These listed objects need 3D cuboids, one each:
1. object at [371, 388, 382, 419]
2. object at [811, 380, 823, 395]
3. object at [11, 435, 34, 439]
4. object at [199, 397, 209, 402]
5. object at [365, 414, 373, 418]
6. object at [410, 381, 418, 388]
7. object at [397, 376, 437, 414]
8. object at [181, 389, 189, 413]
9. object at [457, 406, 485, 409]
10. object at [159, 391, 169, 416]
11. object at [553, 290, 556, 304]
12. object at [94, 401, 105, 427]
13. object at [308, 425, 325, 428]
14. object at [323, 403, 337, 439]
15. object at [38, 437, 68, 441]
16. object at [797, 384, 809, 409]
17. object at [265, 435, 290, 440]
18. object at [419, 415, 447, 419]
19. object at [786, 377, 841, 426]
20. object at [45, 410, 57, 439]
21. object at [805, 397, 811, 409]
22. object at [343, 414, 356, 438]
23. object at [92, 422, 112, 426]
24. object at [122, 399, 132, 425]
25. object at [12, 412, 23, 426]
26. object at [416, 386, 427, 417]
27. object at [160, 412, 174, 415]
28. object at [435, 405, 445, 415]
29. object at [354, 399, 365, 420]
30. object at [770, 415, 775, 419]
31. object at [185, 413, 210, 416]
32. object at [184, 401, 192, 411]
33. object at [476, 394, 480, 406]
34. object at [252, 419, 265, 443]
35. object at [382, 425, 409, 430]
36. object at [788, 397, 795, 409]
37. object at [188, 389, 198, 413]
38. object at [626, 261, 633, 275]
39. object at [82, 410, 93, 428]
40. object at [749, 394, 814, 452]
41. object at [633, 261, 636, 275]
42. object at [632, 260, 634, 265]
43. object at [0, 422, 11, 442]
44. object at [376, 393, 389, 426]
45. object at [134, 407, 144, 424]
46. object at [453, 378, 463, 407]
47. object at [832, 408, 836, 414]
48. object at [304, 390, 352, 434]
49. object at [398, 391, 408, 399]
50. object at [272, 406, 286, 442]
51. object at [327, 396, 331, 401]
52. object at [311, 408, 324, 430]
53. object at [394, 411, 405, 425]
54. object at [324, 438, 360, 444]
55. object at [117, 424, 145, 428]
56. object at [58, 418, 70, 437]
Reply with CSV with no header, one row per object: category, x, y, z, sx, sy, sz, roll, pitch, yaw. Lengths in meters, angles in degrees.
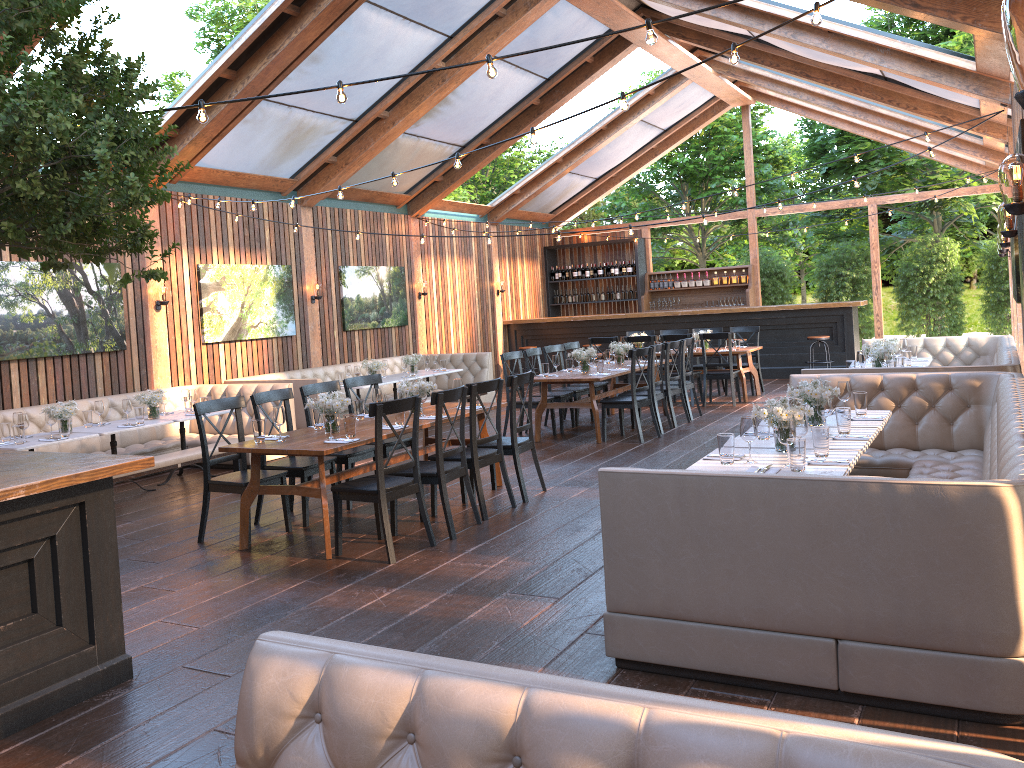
object,-1.097,0.157,7.214,0.092,0.244,0.092,-4,2,-19
object,2.148,0.099,6.229,0.092,0.244,0.092,-4,2,-13
object,-4.398,0.475,7.916,0.255,0.019,0.158,-1,6,29
object,-3.186,0.216,9.171,0.091,0.158,0.092,-3,2,15
object,-1.185,0.262,7.378,0.255,0.019,0.158,-1,6,29
object,-0.851,0.097,7.728,0.092,0.244,0.092,-5,2,-36
object,-0.801,0.091,7.390,0.337,0.309,0.329,-5,4,-24
object,-3.432,0.176,9.302,0.092,0.244,0.092,-4,2,-13
object,-0.368,0.197,7.519,0.255,0.019,0.158,-1,6,29
object,-3.587,0.202,9.125,0.092,0.244,0.092,-4,2,-13
object,0.962,-1.946,19.795,0.094,0.308,0.095,-3,2,16
object,-3.946,0.284,8.467,0.092,0.244,0.092,-4,2,-13
object,-1.449,0.324,6.911,0.255,0.019,0.158,-1,6,29
object,-1.273,0.260,6.197,0.092,0.244,0.092,-4,2,-13
object,-3.972,0.473,7.636,0.255,0.019,0.158,-1,6,29
object,1.994,0.125,6.052,0.092,0.244,0.092,-4,2,-13
object,-1.718,0.384,6.395,0.255,0.019,0.158,-1,6,29
object,-0.648,0.261,7.010,0.255,0.019,0.158,-1,6,29
object,1.978,0.117,5.785,0.330,0.309,0.336,-7,5,-44
object,-4.054,0.352,7.782,0.092,0.244,0.092,-4,2,-13
object,2.136,0.133,6.338,0.092,0.158,0.092,-5,2,-25
object,-1.137,0.293,6.217,0.092,0.158,0.091,-6,3,-45
object,-4.014,0.387,8.618,0.255,0.019,0.158,-1,6,29
object,-3.676,0.268,8.456,0.092,0.244,0.092,-4,2,-13
object,-4.330,0.371,7.766,0.092,0.244,0.092,-4,2,-13
object,-0.728,0.141,7.146,0.092,0.244,0.092,-3,2,32
object,-3.654,0.306,9.276,0.255,0.019,0.158,-1,6,29
object,-0.584,0.172,7.177,0.092,0.158,0.092,-5,3,-35
object,-1.241,0.210,7.217,0.092,0.158,0.092,-4,2,-5
object,1.926,0.228,6.202,0.255,0.019,0.158,-1,6,29
object,-3.215,0.302,9.009,0.255,0.019,0.158,-1,6,29
object,-3.444,0.210,9.412,0.092,0.158,0.092,-5,2,-25
object,-0.316,0.109,7.696,0.092,0.158,0.092,-5,2,-25
object,-1.781,0.332,6.234,0.092,0.158,0.092,-5,3,-35
object,-0.904,0.317,6.567,0.255,0.019,0.158,-1,6,29
object,1.889,0.175,6.038,0.091,0.158,0.092,-3,2,15
object,-3.297,0.181,9.155,0.092,0.244,0.092,-3,2,32
object,2.508,-2.471,18.840,0.136,0.315,0.137,-2,2,36
object,-4.052,0.335,8.453,0.091,0.158,0.092,-3,2,15
object,1.518,0.221,4.943,0.336,0.309,0.330,-1,4,41
object,2.604,-2.465,18.772,0.075,0.302,0.075,-5,2,-44
object,2.604,-2.496,18.945,0.087,0.334,0.088,-3,2,9
object,-4.435,0.422,7.752,0.091,0.158,0.092,-3,2,15
object,-0.981,0.196,6.713,0.092,0.244,0.092,-3,2,26
object,-3.565,0.302,8.471,0.091,0.158,0.092,-3,2,15
object,-0.465,0.077,7.675,0.092,0.244,0.092,-3,2,32
object,2.303,0.195,6.306,0.157,0.019,0.256,-1,6,29
object,-1.329,0.205,6.485,0.336,0.309,0.330,-2,4,24
object,-0.944,0.147,7.713,0.092,0.158,0.092,-5,2,-25
object,-1.635,0.281,6.221,0.092,0.244,0.092,-3,2,9
object,-1.379,0.218,6.764,0.092,0.244,0.092,-3,2,26
object,-1.474,0.264,6.735,0.092,0.158,0.092,-5,3,-35
object,-0.856,0.229,6.734,0.091,0.158,0.092,-2,3,35
object,-1.177,0.382,6.029,0.255,0.019,0.158,-1,6,29
object,-3.594,0.388,8.310,0.255,0.019,0.158,-1,6,29
object,-3.943,0.387,7.798,0.091,0.158,0.092,-3,2,15
